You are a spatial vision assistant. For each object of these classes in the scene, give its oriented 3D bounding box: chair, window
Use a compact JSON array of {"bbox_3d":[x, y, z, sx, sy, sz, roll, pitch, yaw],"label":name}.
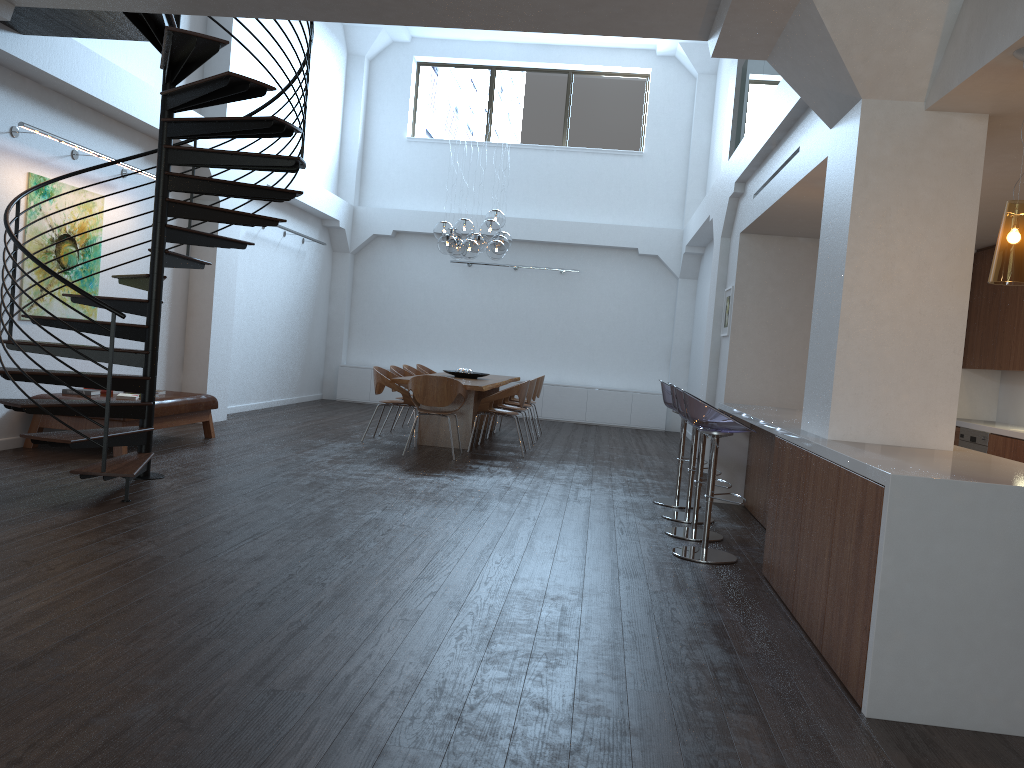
[{"bbox_3d":[1.409,0.489,7.334,0.481,1.014,0.530,5,2,8],"label":"chair"},{"bbox_3d":[-1.212,0.214,10.739,0.618,0.833,0.629,5,2,7],"label":"chair"},{"bbox_3d":[1.228,0.554,5.444,0.481,1.014,0.530,5,2,8],"label":"chair"},{"bbox_3d":[-1.062,0.161,12.275,0.618,0.833,0.629,5,2,6],"label":"chair"},{"bbox_3d":[-0.123,0.345,9.854,0.618,0.833,0.629,5,2,4],"label":"chair"},{"bbox_3d":[0.051,0.294,11.387,0.618,0.833,0.629,5,2,6],"label":"chair"},{"bbox_3d":[0.129,0.268,12.151,0.618,0.833,0.629,5,2,6],"label":"chair"},{"bbox_3d":[1.373,0.513,6.702,0.481,1.014,0.530,5,2,4],"label":"chair"},{"bbox_3d":[-1.296,0.238,9.977,0.617,0.830,0.629,5,2,6],"label":"chair"},{"bbox_3d":[-1.154,0.186,11.501,0.618,0.833,0.629,5,2,6],"label":"chair"},{"bbox_3d":[-0.797,0.316,9.166,0.629,0.833,0.618,5,2,1],"label":"chair"},{"bbox_3d":[0.294,-4.794,15.484,3.970,1.308,0.005,5,2,6],"label":"window"},{"bbox_3d":[-0.026,0.320,10.628,0.618,0.833,0.629,5,2,6],"label":"chair"},{"bbox_3d":[1.292,0.533,6.070,0.481,1.014,0.530,5,2,4],"label":"chair"}]

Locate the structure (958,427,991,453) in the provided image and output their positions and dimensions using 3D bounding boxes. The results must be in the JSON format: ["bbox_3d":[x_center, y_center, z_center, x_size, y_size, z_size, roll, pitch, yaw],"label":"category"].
[{"bbox_3d":[3.983,0.763,7.709,0.041,0.736,0.594,5,2,6],"label":"structure"}]

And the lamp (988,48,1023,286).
[{"bbox_3d":[1.993,-0.843,3.467,0.149,0.900,0.149,3,3,-39],"label":"lamp"}]

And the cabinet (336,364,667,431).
[{"bbox_3d":[-0.194,0.217,15.132,5.580,0.626,0.478,5,2,6],"label":"cabinet"}]

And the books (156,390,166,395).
[{"bbox_3d":[-3.411,0.075,8.362,0.224,0.032,0.161,5,2,6],"label":"books"}]

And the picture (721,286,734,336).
[{"bbox_3d":[2.226,-0.747,9.183,0.018,0.500,0.500,5,2,6],"label":"picture"}]

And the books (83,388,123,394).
[{"bbox_3d":[-3.719,0.057,8.086,0.283,0.043,0.197,5,2,5],"label":"books"}]

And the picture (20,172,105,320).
[{"bbox_3d":[-3.917,-1.142,7.772,0.010,1.200,1.095,5,2,6],"label":"picture"}]

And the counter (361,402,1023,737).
[{"bbox_3d":[1.209,0.565,7.032,3.039,0.860,8.182,4,3,-24],"label":"counter"}]

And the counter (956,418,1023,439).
[{"bbox_3d":[4.187,0.436,6.478,0.600,0.050,4.387,5,2,6],"label":"counter"}]

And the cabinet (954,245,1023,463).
[{"bbox_3d":[4.176,0.038,6.006,0.598,2.499,5.299,5,2,6],"label":"cabinet"}]

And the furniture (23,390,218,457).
[{"bbox_3d":[-3.540,0.313,8.213,0.907,0.453,1.819,5,2,6],"label":"furniture"}]

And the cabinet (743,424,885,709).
[{"bbox_3d":[1.949,0.724,5.329,0.898,0.796,4.493,5,2,6],"label":"cabinet"}]

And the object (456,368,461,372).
[{"bbox_3d":[-0.654,-0.149,11.085,0.100,0.100,0.100,3,3,-39],"label":"object"}]

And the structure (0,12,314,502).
[{"bbox_3d":[-2.539,-1.484,6.451,1.998,4.352,1.998,3,3,-34],"label":"structure"}]

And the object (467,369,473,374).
[{"bbox_3d":[-0.533,-0.133,11.063,0.100,0.100,0.100,3,3,-39],"label":"object"}]

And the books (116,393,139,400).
[{"bbox_3d":[-3.364,0.109,7.771,0.161,0.031,0.223,4,3,-17],"label":"books"}]

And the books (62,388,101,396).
[{"bbox_3d":[-3.770,0.068,7.771,0.254,0.044,0.183,5,2,0],"label":"books"}]

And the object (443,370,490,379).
[{"bbox_3d":[-0.572,-0.114,11.061,0.592,0.066,0.592,3,3,-37],"label":"object"}]

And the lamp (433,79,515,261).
[{"bbox_3d":[-0.393,-2.534,10.646,0.849,2.140,1.787,5,2,5],"label":"lamp"}]

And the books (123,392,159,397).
[{"bbox_3d":[-3.381,0.088,8.093,0.247,0.040,0.185,5,2,9],"label":"books"}]

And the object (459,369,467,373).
[{"bbox_3d":[-0.607,-0.142,10.996,0.100,0.100,0.100,3,3,-39],"label":"object"}]

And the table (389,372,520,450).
[{"bbox_3d":[-0.607,0.292,11.083,1.012,0.750,3.803,5,2,6],"label":"table"}]
